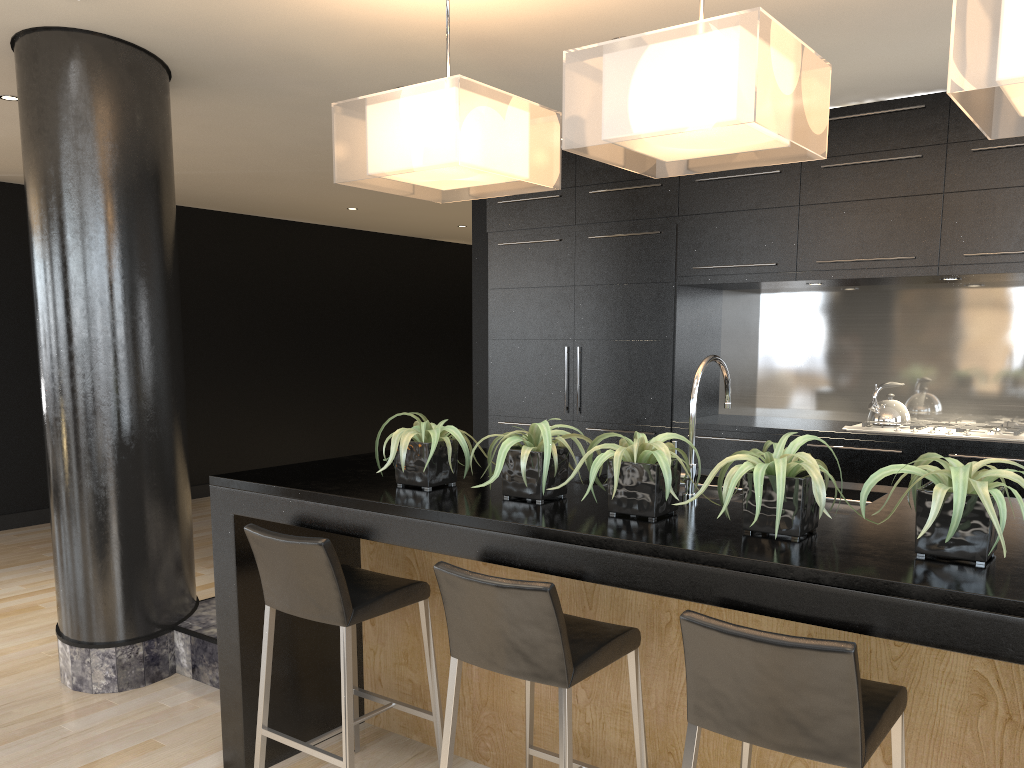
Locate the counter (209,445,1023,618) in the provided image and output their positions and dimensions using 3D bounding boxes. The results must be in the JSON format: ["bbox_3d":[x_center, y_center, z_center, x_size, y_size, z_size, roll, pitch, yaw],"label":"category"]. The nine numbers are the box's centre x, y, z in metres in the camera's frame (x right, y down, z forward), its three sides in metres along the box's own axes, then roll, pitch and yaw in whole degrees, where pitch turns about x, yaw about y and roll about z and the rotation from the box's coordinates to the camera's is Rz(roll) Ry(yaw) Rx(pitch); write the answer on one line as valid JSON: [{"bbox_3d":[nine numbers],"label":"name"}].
[{"bbox_3d":[0.564,0.356,2.585,3.103,0.032,1.172,2,4,36],"label":"counter"}]

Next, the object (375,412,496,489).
[{"bbox_3d":[-0.285,0.203,2.869,0.396,0.242,0.403,-2,5,-29],"label":"object"}]

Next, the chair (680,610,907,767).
[{"bbox_3d":[0.646,0.965,2.043,0.474,0.975,0.515,5,9,36],"label":"chair"}]

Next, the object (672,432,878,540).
[{"bbox_3d":[0.670,0.244,2.115,0.396,0.242,0.403,-2,5,-29],"label":"object"}]

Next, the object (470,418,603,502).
[{"bbox_3d":[0.030,0.217,2.608,0.405,0.242,0.394,-2,5,-29],"label":"object"}]

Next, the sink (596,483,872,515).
[{"bbox_3d":[0.672,0.441,2.815,0.919,0.161,0.458,2,4,36],"label":"sink"}]

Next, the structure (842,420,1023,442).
[{"bbox_3d":[2.335,0.255,4.812,0.897,0.067,0.517,2,4,36],"label":"structure"}]

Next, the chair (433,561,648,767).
[{"bbox_3d":[0.083,0.942,2.453,0.474,0.975,0.515,5,9,36],"label":"chair"}]

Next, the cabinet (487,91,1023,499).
[{"bbox_3d":[2.334,-0.178,4.744,5.707,2.555,0.722,3,8,36],"label":"cabinet"}]

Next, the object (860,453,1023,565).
[{"bbox_3d":[1.016,0.265,1.935,0.405,0.219,0.394,-2,5,-29],"label":"object"}]

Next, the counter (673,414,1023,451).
[{"bbox_3d":[2.347,0.278,4.831,2.851,0.034,0.726,2,4,36],"label":"counter"}]

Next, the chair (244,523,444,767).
[{"bbox_3d":[-0.551,0.917,2.915,0.474,0.975,0.515,5,9,36],"label":"chair"}]

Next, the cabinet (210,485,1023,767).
[{"bbox_3d":[0.564,0.892,2.663,3.103,1.049,1.171,3,6,36],"label":"cabinet"}]

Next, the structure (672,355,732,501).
[{"bbox_3d":[0.738,0.417,2.831,2.767,1.030,0.651,3,7,36],"label":"structure"}]

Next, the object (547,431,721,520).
[{"bbox_3d":[0.365,0.243,2.336,0.397,0.219,0.403,-2,5,-29],"label":"object"}]

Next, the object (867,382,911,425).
[{"bbox_3d":[2.087,0.103,4.875,0.220,0.233,0.219,3,7,29],"label":"object"}]
